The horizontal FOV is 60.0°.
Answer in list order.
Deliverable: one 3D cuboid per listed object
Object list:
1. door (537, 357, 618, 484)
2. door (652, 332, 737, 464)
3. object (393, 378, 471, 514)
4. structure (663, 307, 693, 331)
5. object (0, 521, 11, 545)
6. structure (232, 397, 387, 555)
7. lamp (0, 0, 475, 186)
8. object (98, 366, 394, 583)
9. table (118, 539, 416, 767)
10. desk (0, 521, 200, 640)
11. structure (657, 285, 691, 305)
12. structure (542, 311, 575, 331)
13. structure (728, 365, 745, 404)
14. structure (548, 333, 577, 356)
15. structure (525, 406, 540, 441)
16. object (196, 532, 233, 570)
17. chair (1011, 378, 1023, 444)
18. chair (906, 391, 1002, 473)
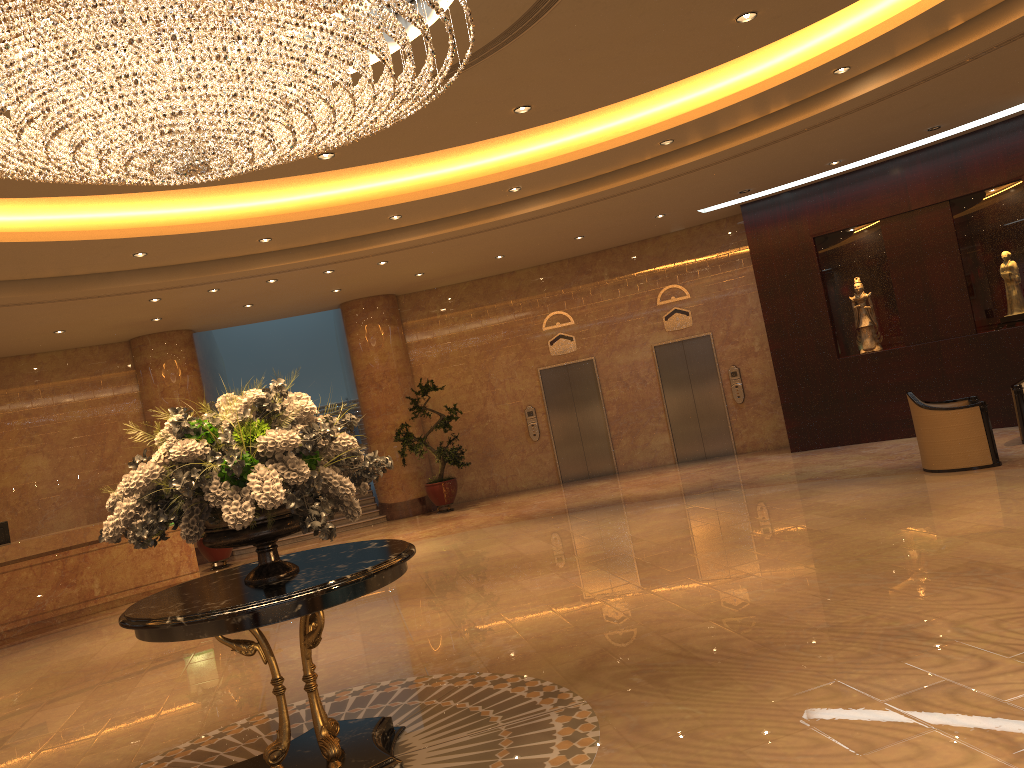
[{"bbox_3d":[1.197,0.662,16.122,1.070,2.145,0.150,-12,-1,13],"label":"door"},{"bbox_3d":[3.182,0.255,15.480,1.070,2.149,0.150,-12,-1,23],"label":"door"},{"bbox_3d":[-1.364,1.058,15.330,1.250,2.363,0.843,-12,-1,9],"label":"object"},{"bbox_3d":[2.881,-1.142,15.451,0.504,0.405,0.012,-12,-1,23],"label":"structure"},{"bbox_3d":[-6.956,2.124,11.715,0.531,0.500,0.430,-11,-1,-5],"label":"object"},{"bbox_3d":[-4.749,0.154,18.842,9.849,5.560,7.472,-11,-1,-13],"label":"structure"},{"bbox_3d":[-1.796,-1.702,4.675,3.204,1.196,3.206,-12,-1,24],"label":"lamp"},{"bbox_3d":[-1.362,0.501,4.567,1.318,0.999,1.277,-12,-1,18],"label":"object"},{"bbox_3d":[-1.131,1.518,4.579,1.493,1.089,1.493,-11,-1,-19],"label":"table"},{"bbox_3d":[-8.151,2.950,7.932,3.466,1.155,12.951,-12,-1,22],"label":"desk"},{"bbox_3d":[2.791,-1.580,15.456,0.600,0.293,0.010,-12,-1,23],"label":"structure"},{"bbox_3d":[0.819,-1.173,16.103,0.600,0.293,0.010,-12,-1,12],"label":"structure"},{"bbox_3d":[3.820,0.011,15.089,0.200,0.661,0.053,-12,-1,27],"label":"structure"},{"bbox_3d":[0.908,-0.735,16.099,0.504,0.405,0.012,-12,-1,12],"label":"structure"},{"bbox_3d":[0.374,0.722,16.210,0.200,0.661,0.053,-12,-1,9],"label":"structure"},{"bbox_3d":[-4.730,1.723,14.121,0.843,2.363,1.250,-11,-1,-32],"label":"object"},{"bbox_3d":[6.468,0.151,10.435,0.951,0.916,0.769,-12,-1,37],"label":"chair"},{"bbox_3d":[4.906,0.460,9.914,0.769,0.916,0.951,-12,-1,22],"label":"chair"}]
